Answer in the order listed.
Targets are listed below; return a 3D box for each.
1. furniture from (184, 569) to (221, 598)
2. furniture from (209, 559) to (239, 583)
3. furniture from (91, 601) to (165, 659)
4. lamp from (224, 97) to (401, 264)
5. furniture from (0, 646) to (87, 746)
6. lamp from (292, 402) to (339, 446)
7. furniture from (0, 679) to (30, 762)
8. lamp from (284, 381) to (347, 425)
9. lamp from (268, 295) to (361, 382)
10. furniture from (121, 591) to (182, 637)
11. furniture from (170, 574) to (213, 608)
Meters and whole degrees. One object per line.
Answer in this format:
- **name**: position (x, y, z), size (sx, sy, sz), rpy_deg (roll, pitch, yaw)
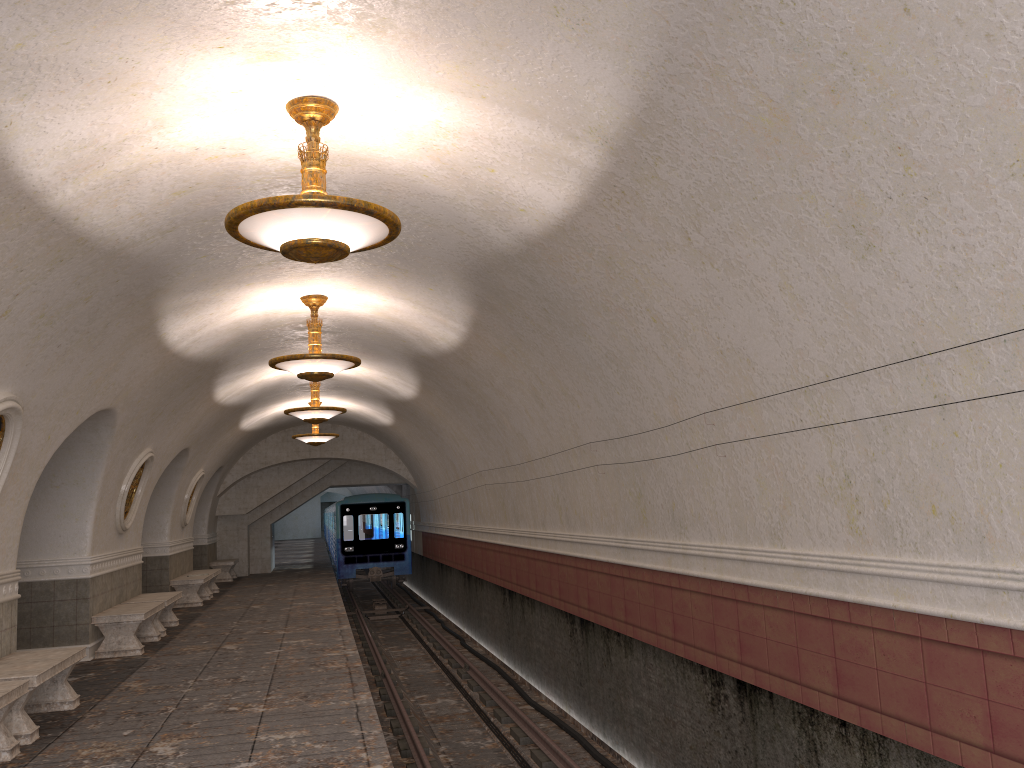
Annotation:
- **furniture**: position (-6.587, 4.256, 18.895), size (0.613, 0.508, 1.509), rpy_deg (-1, -8, -13)
- **furniture**: position (-7.574, 4.910, 23.362), size (0.613, 0.508, 1.509), rpy_deg (-1, -8, -13)
- **furniture**: position (-4.954, 3.173, 11.507), size (0.613, 0.508, 1.509), rpy_deg (-1, -8, -13)
- **lamp**: position (-1.169, -1.175, 5.234), size (1.008, 0.955, 1.008), rpy_deg (1, -9, -28)
- **furniture**: position (-4.027, 2.558, 7.312), size (0.613, 0.508, 1.509), rpy_deg (-1, -8, -13)
- **lamp**: position (-4.264, 0.878, 19.238), size (1.008, 0.955, 1.008), rpy_deg (-8, -9, 33)
- **furniture**: position (-3.667, 2.319, 5.687), size (0.613, 0.508, 1.509), rpy_deg (-1, -8, -13)
- **lamp**: position (-3.232, 0.193, 14.569), size (1.008, 0.955, 1.008), rpy_deg (-3, -8, 3)
- **lamp**: position (-2.201, -0.491, 9.902), size (1.008, 0.955, 1.008), rpy_deg (-3, -8, 3)
- **furniture**: position (-5.313, 3.411, 13.132), size (0.613, 0.508, 1.509), rpy_deg (-1, -8, -13)
- **furniture**: position (-6.228, 4.017, 17.270), size (0.613, 0.508, 1.509), rpy_deg (-1, -8, -13)
